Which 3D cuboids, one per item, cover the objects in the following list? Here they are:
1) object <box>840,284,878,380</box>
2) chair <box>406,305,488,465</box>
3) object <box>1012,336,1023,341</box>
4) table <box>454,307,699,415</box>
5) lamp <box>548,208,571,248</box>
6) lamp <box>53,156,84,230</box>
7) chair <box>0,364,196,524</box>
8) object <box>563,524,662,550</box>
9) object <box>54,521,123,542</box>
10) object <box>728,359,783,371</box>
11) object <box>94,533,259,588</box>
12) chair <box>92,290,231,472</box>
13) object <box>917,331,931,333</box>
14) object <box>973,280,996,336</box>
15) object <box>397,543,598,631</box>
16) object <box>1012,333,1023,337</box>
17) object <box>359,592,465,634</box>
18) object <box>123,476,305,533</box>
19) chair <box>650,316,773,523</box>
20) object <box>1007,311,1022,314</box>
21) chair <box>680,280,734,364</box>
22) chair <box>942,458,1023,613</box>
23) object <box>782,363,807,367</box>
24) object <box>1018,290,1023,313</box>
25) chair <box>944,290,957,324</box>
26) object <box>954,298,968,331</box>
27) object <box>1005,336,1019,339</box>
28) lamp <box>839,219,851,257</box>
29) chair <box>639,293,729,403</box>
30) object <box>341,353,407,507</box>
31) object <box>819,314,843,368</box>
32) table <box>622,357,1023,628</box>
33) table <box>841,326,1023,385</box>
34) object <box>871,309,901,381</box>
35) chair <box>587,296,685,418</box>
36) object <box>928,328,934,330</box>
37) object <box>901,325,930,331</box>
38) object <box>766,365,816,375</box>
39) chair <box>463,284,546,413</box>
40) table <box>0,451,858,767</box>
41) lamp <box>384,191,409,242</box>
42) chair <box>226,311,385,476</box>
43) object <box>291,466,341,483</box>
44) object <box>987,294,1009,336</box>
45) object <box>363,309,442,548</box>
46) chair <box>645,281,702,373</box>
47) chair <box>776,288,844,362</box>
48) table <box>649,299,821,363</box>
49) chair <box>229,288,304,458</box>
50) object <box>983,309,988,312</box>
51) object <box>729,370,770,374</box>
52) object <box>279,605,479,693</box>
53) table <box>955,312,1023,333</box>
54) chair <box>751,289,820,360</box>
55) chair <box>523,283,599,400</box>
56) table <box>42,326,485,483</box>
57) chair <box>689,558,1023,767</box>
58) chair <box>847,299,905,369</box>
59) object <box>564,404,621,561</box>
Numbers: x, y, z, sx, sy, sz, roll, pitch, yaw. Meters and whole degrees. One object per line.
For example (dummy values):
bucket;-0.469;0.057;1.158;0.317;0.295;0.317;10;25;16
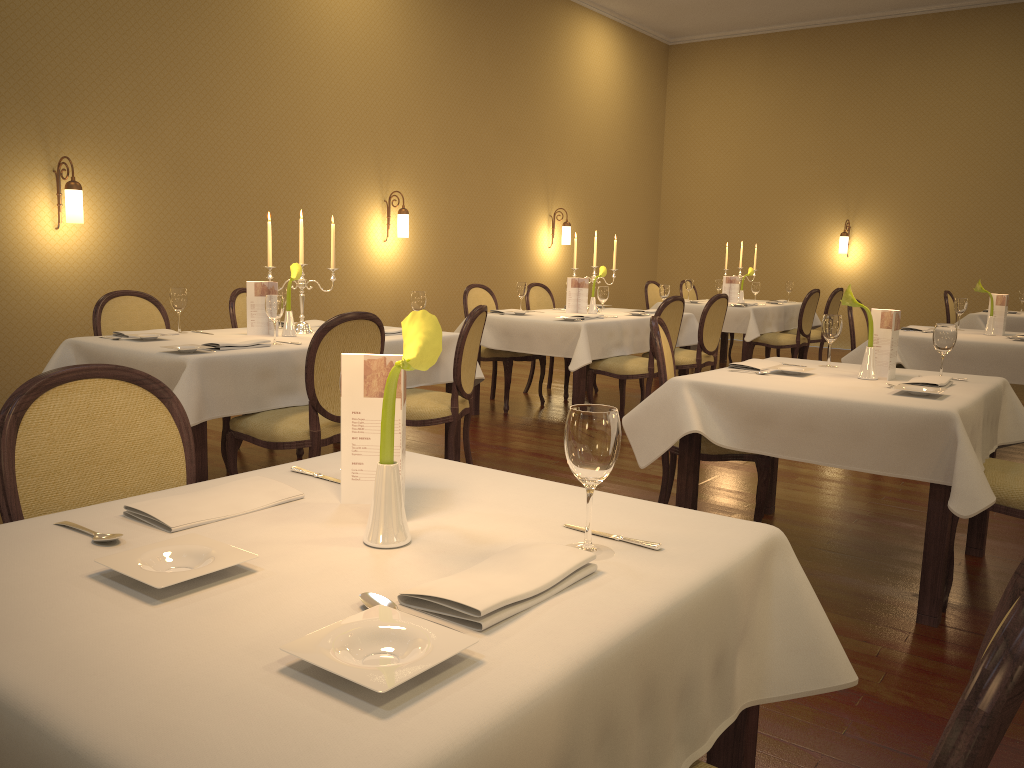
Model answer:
object;1.383;-0.208;3.525;0.163;0.375;0.076;4;9;13
chair;-0.426;0.069;4.477;0.571;0.955;0.530;3;9;11
object;3.245;-0.281;5.587;0.160;0.024;0.160;8;10;36
table;0.526;-0.183;7.000;1.385;0.759;2.152;8;10;36
lamp;0.605;-2.003;11.399;0.323;0.513;0.114;6;9;25
lamp;-3.176;-1.353;6.280;0.323;0.513;0.114;6;9;25
chair;-0.697;0.460;1.801;0.571;0.955;0.530;8;10;36
object;0.161;0.248;1.458;0.185;0.010;0.017;8;11;37
object;-0.669;0.230;1.401;0.181;0.015;0.038;8;11;37
object;1.052;-0.082;3.821;0.142;0.024;0.273;8;10;36
object;-0.469;0.255;1.244;0.160;0.024;0.160;8;10;36
chair;-1.849;0.001;4.644;0.571;0.955;0.530;8;10;36
object;2.764;-0.361;6.050;0.181;0.015;0.038;8;11;37
object;3.181;-0.517;5.958;0.163;0.375;0.076;4;9;13
object;-0.012;0.269;1.227;0.142;0.033;0.273;8;10;36
object;3.380;-0.315;5.820;0.142;0.033;0.273;8;10;36
object;-0.123;0.291;1.104;0.181;0.015;0.038;8;11;37
object;-0.518;0.208;1.561;0.142;0.024;0.273;8;10;36
chair;0.878;0.188;3.937;0.571;0.955;0.530;4;9;16
object;4.973;-0.711;8.814;0.160;0.024;0.160;8;10;36
chair;2.201;-0.696;10.127;0.571;0.955;0.530;8;10;36
chair;1.865;0.330;3.189;0.571;0.955;0.530;6;9;26
object;1.218;-0.090;3.935;0.185;0.010;0.017;8;10;36
object;5.232;-0.848;9.088;0.088;0.229;0.088;1;9;-6
chair;4.728;-0.473;9.147;0.571;0.955;0.530;8;10;36
object;3.199;-0.499;6.335;0.088;0.229;0.088;1;9;-6
object;3.268;-0.293;5.697;0.181;0.015;0.038;8;11;37
lamp;4.573;-2.001;12.184;0.114;0.513;0.323;6;9;25
chair;1.346;-0.239;6.893;0.571;0.955;0.530;8;10;36
object;-0.218;0.089;1.561;0.166;0.277;0.081;9;11;42
object;1.402;-0.190;3.901;0.088;0.229;0.088;0;9;-12
table;1.301;0.344;3.625;1.389;0.759;1.395;8;11;37
table;3.099;0.035;6.058;1.389;0.759;1.395;8;11;37
object;1.516;-0.159;3.570;0.081;0.277;0.166;1;9;-7
chair;0.889;-0.160;6.274;0.571;0.955;0.530;8;10;36
object;2.939;-0.361;6.061;0.160;0.024;0.160;8;10;36
object;2.850;-0.391;6.255;0.142;0.024;0.273;8;10;36
object;1.142;-0.052;3.627;0.160;0.024;0.160;8;10;36
chair;-0.081;-0.303;7.037;0.571;0.955;0.530;8;10;36
table;-0.293;0.618;1.466;1.389;0.759;1.395;8;11;37
lamp;-1.188;-1.695;8.972;0.323;0.513;0.114;6;9;25
chair;-0.878;0.144;3.881;0.571;0.955;0.530;8;10;36
object;-0.377;0.185;1.776;0.185;0.010;0.017;8;10;36
object;3.313;-0.468;6.003;0.081;0.277;0.166;1;9;-7
object;-0.169;0.072;1.341;0.076;0.375;0.163;-4;10;-32
chair;1.703;-0.610;9.453;0.571;0.955;0.530;8;10;36
chair;3.131;-0.545;9.309;0.571;0.955;0.530;8;10;36
table;2.310;-0.490;9.416;1.385;0.759;2.152;8;10;36
chair;-1.376;-0.091;5.358;0.571;0.955;0.530;4;9;16
object;4.883;-0.741;9.008;0.142;0.024;0.273;8;10;36
object;0.967;-0.052;3.616;0.181;0.015;0.038;8;11;37
object;-0.147;0.302;0.995;0.160;0.024;0.160;8;10;36
table;5.132;-0.315;8.812;1.389;0.759;1.395;8;11;37
chair;2.674;-0.467;8.690;0.571;0.955;0.530;8;10;36
chair;0.417;-0.389;7.711;0.571;0.955;0.530;8;10;36
table;-1.242;0.121;4.607;1.385;0.759;2.152;8;10;36
chair;0.274;0.603;1.038;0.571;0.955;0.530;8;10;36
chair;2.695;-0.124;6.394;0.571;0.955;0.530;8;10;36
object;0.121;0.150;1.370;0.088;0.229;0.088;1;9;-6
